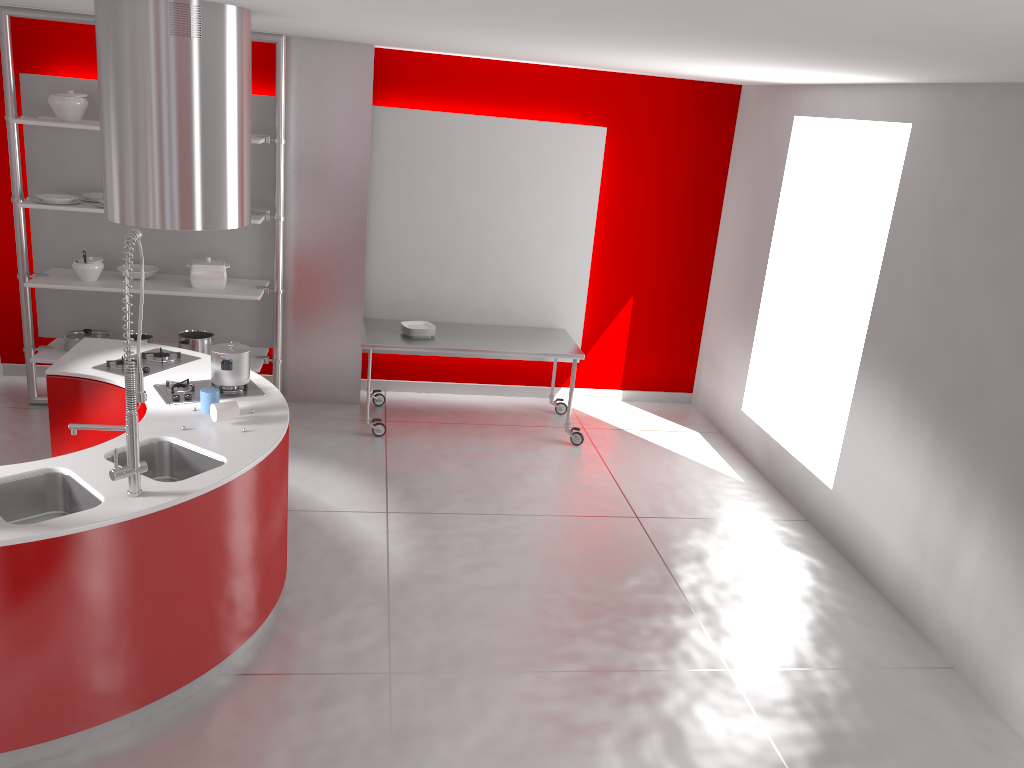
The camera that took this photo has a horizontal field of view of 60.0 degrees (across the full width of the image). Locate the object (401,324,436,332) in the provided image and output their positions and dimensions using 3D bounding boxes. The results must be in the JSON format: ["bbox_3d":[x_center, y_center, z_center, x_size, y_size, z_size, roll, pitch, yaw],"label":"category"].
[{"bbox_3d":[-0.667,-0.400,6.303,0.228,0.020,0.228,-4,20,-26],"label":"object"}]

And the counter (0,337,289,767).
[{"bbox_3d":[-2.078,0.647,3.565,1.868,0.880,2.865,13,19,23],"label":"counter"}]

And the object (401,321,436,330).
[{"bbox_3d":[-0.666,-0.410,6.300,0.228,0.020,0.228,-4,20,-26],"label":"object"}]

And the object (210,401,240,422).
[{"bbox_3d":[-1.246,0.113,3.833,0.100,0.080,0.109,-9,22,-38],"label":"object"}]

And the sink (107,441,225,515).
[{"bbox_3d":[-1.357,0.389,3.487,0.428,0.172,0.326,15,20,28],"label":"sink"}]

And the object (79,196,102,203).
[{"bbox_3d":[-2.762,-1.240,5.976,0.280,0.015,0.280,14,20,26],"label":"object"}]

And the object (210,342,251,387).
[{"bbox_3d":[-1.347,-0.099,4.244,0.218,0.185,0.189,21,23,40],"label":"object"}]

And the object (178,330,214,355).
[{"bbox_3d":[-2.215,-0.270,6.223,0.240,0.161,0.259,-3,20,-25],"label":"object"}]

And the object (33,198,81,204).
[{"bbox_3d":[-2.939,-1.179,5.734,0.280,0.015,0.280,14,20,26],"label":"object"}]

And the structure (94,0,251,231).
[{"bbox_3d":[-1.523,-1.225,4.036,0.644,0.958,0.644,-11,24,-41],"label":"structure"}]

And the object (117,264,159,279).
[{"bbox_3d":[-2.584,-0.766,6.130,0.272,0.072,0.272,-12,24,-43],"label":"object"}]

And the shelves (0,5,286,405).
[{"bbox_3d":[-2.422,-1.058,5.968,1.735,2.599,0.535,2,18,-9],"label":"shelves"}]

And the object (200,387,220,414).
[{"bbox_3d":[-1.338,0.069,3.914,0.080,0.100,0.109,-7,22,-35],"label":"object"}]

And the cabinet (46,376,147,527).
[{"bbox_3d":[-2.347,0.592,3.552,1.025,0.761,1.875,18,21,34],"label":"cabinet"}]

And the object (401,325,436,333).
[{"bbox_3d":[-0.668,-0.391,6.306,0.228,0.020,0.228,-4,20,-26],"label":"object"}]

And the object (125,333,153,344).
[{"bbox_3d":[-2.597,-0.272,6.179,0.196,0.122,0.182,19,22,36],"label":"object"}]

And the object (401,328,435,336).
[{"bbox_3d":[-0.670,-0.371,6.312,0.228,0.020,0.228,-4,20,-26],"label":"object"}]

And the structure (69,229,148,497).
[{"bbox_3d":[-1.341,-0.064,3.040,0.178,0.920,0.308,17,21,32],"label":"structure"}]

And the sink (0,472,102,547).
[{"bbox_3d":[-1.649,0.482,3.109,0.428,0.172,0.326,20,23,39],"label":"sink"}]

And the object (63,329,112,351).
[{"bbox_3d":[-2.962,-0.302,6.148,0.308,0.130,0.407,5,18,-2],"label":"object"}]

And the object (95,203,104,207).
[{"bbox_3d":[-2.561,-1.159,5.782,0.280,0.015,0.280,12,19,19],"label":"object"}]

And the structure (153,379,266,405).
[{"bbox_3d":[-1.441,0.014,4.226,0.457,0.037,0.303,-6,21,-33],"label":"structure"}]

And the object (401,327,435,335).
[{"bbox_3d":[-0.669,-0.381,6.309,0.228,0.020,0.228,-4,20,-26],"label":"object"}]

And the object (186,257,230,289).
[{"bbox_3d":[-2.090,-0.775,6.104,0.282,0.197,0.235,-1,19,-19],"label":"object"}]

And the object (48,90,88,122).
[{"bbox_3d":[-2.819,-1.768,5.637,0.231,0.191,0.231,16,20,29],"label":"object"}]

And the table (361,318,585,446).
[{"bbox_3d":[-0.301,-0.024,6.528,1.627,0.682,0.749,3,18,-8],"label":"table"}]

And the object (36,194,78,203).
[{"bbox_3d":[-2.938,-1.192,5.730,0.244,0.042,0.244,-3,19,-24],"label":"object"}]

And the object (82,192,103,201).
[{"bbox_3d":[-2.761,-1.253,5.972,0.244,0.042,0.244,0,18,-17],"label":"object"}]

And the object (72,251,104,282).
[{"bbox_3d":[-2.832,-0.799,5.925,0.192,0.214,0.192,-2,19,-22],"label":"object"}]

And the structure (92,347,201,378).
[{"bbox_3d":[-1.858,-0.123,4.531,0.303,0.037,0.457,12,19,19],"label":"structure"}]

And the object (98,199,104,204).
[{"bbox_3d":[-2.560,-1.172,5.778,0.244,0.042,0.244,-3,19,-24],"label":"object"}]

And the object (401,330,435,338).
[{"bbox_3d":[-0.671,-0.362,6.315,0.228,0.020,0.228,-4,20,-26],"label":"object"}]
